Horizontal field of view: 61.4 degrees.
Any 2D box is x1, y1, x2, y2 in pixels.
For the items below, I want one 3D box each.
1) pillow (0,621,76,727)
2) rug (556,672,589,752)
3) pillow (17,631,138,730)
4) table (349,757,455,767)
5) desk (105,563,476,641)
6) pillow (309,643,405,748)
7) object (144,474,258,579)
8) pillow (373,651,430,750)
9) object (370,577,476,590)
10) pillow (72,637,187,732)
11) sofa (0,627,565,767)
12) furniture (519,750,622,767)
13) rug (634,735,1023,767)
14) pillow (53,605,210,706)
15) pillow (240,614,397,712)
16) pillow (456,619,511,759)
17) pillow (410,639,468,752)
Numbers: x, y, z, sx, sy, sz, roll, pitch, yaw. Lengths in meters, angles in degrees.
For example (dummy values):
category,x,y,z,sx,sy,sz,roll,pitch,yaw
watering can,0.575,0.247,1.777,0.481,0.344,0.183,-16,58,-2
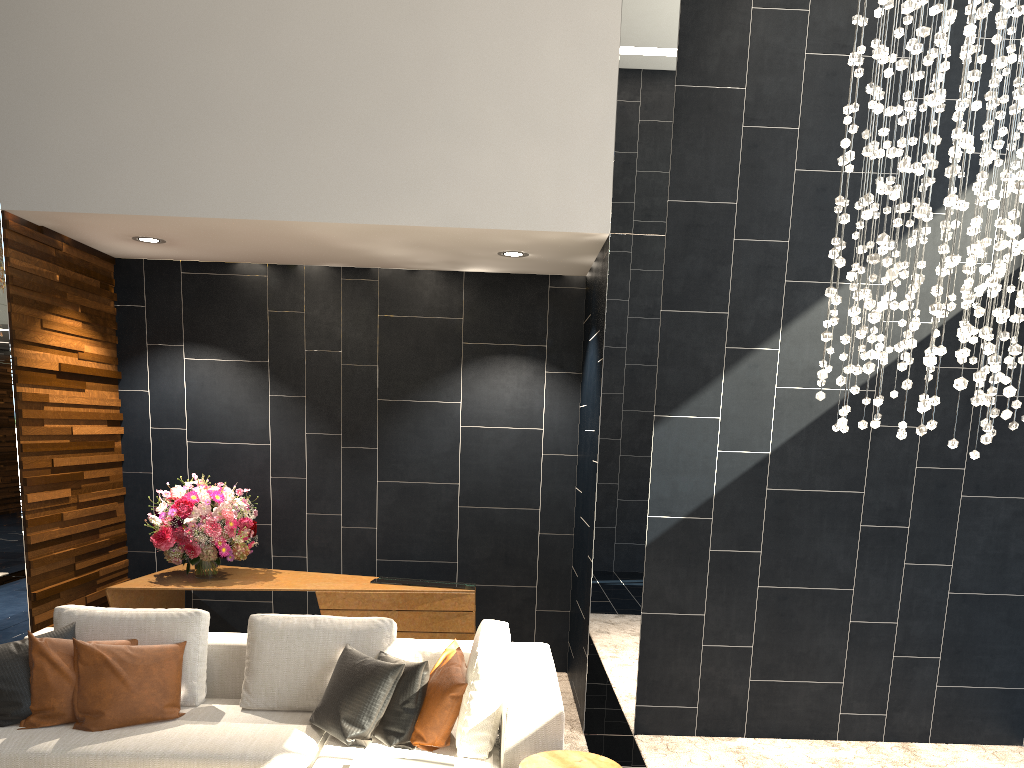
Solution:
category,x,y,z,sx,sy,sz,roll,pitch,yaw
pillow,-2.136,1.283,3.819,0.551,0.425,0.250,0,6,-42
rug,-1.162,1.929,3.447,3.209,0.006,5.806,2,-3,-1
pillow,-1.919,1.289,3.846,0.547,0.442,0.237,0,7,-35
table,-0.430,1.706,3.260,0.400,0.478,0.390,2,5,-1
desk,-1.343,1.666,5.740,2.240,0.772,0.970,2,2,-1
pillow,-0.698,1.370,3.808,0.297,0.374,0.497,-3,4,-42
object,-1.978,0.915,5.555,0.661,0.694,0.675,1,4,-10
pillow,-0.516,1.375,3.820,0.254,0.424,0.544,-3,4,-33
object,-0.564,1.309,5.657,0.709,0.027,0.237,2,-3,10
pillow,-1.695,1.321,3.843,0.519,0.424,0.261,1,6,-30
sofa,-1.217,1.596,3.872,2.846,0.702,1.268,2,0,-1
furniture,0.213,1.703,3.266,0.388,0.535,0.387,6,7,34
rug,1.907,2.037,3.452,2.333,0.006,3.361,2,-3,-1
pillow,-1.813,1.286,4.099,0.719,0.466,0.240,2,7,-1
pillow,-0.914,1.325,4.113,0.718,0.450,0.282,2,6,0
pillow,-0.122,1.334,3.843,0.218,0.467,0.699,2,1,1
pillow,-0.316,1.367,3.779,0.268,0.422,0.509,1,2,-5
